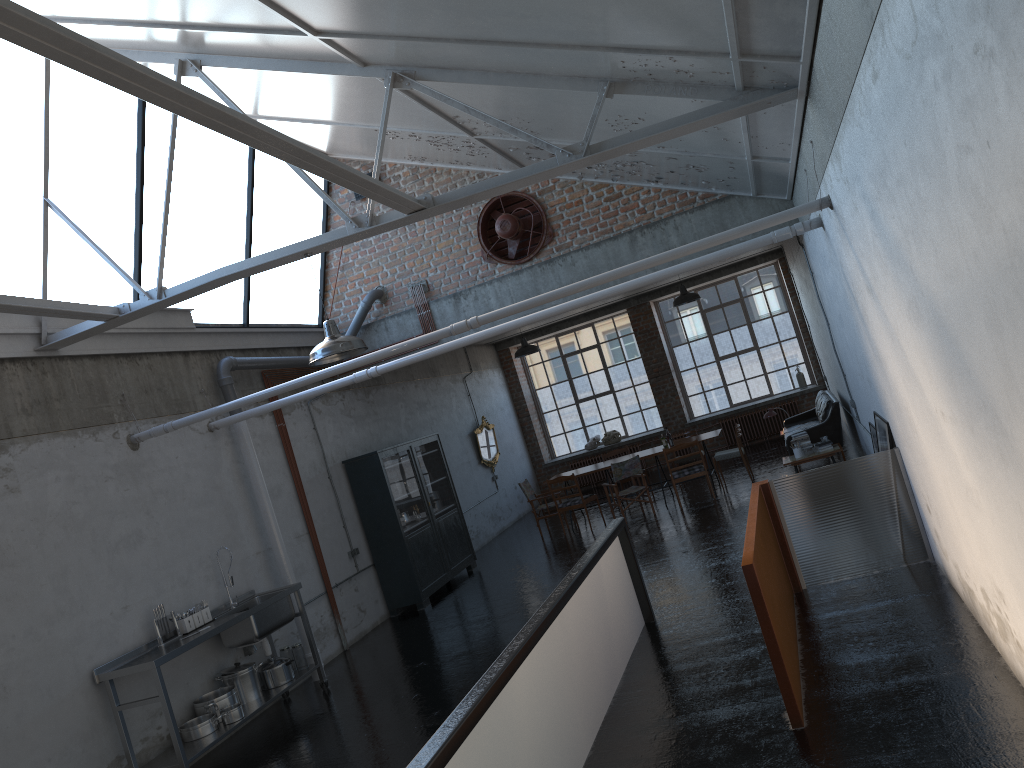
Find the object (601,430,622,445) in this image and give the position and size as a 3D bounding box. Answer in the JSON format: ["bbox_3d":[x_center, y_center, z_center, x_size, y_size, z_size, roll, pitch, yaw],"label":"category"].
[{"bbox_3d":[2.289,1.250,20.664,0.418,0.305,0.625,-17,-2,-10],"label":"object"}]

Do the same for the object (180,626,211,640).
[{"bbox_3d":[-2.961,2.332,8.294,0.045,0.022,0.327,-18,-2,36],"label":"object"}]

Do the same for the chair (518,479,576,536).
[{"bbox_3d":[0.646,2.132,15.795,0.713,1.031,0.574,-18,-2,17],"label":"chair"}]

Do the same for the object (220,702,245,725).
[{"bbox_3d":[-2.606,3.073,8.259,0.202,0.115,0.253,-19,-2,43],"label":"object"}]

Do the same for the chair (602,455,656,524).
[{"bbox_3d":[1.872,1.716,14.414,0.574,1.031,0.713,-17,-2,-13],"label":"chair"}]

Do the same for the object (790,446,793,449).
[{"bbox_3d":[3.999,0.940,12.492,0.137,0.190,0.009,-18,-2,20],"label":"object"}]

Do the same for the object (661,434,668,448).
[{"bbox_3d":[2.590,0.967,15.147,0.070,0.235,0.041,-18,-2,16],"label":"object"}]

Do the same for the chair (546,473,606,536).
[{"bbox_3d":[1.080,1.988,14.924,0.573,1.028,0.509,-18,-2,36],"label":"chair"}]

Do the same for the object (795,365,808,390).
[{"bbox_3d":[6.336,-0.158,19.496,0.172,0.551,0.172,-16,-2,-29],"label":"object"}]

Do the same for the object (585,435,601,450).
[{"bbox_3d":[1.901,1.387,20.853,0.281,0.281,0.575,-19,-2,43],"label":"object"}]

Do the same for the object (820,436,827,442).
[{"bbox_3d":[4.388,0.777,12.459,0.103,0.068,0.103,-17,-2,-11],"label":"object"}]

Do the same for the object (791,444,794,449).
[{"bbox_3d":[3.988,0.935,12.510,0.023,0.202,0.046,-16,-2,-37],"label":"object"}]

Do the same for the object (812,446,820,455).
[{"bbox_3d":[4.216,0.924,12.288,0.092,0.099,0.092,-17,-2,-6],"label":"object"}]

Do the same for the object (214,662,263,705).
[{"bbox_3d":[-2.709,2.988,8.901,0.346,0.394,0.392,-18,-2,41],"label":"object"}]

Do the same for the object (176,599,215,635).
[{"bbox_3d":[-3.119,2.277,8.667,0.166,0.234,0.454,-18,-2,18],"label":"object"}]

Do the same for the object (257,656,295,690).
[{"bbox_3d":[-2.466,2.981,9.224,0.367,0.278,0.395,-16,-2,-31],"label":"object"}]

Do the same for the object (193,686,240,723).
[{"bbox_3d":[-2.827,3.094,8.513,0.403,0.231,0.505,-18,-2,28],"label":"object"}]

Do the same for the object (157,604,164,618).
[{"bbox_3d":[-3.288,2.125,8.290,0.022,0.132,0.033,-17,-2,12],"label":"object"}]

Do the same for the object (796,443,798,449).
[{"bbox_3d":[4.027,0.914,12.511,0.009,0.167,0.061,-18,-2,29],"label":"object"}]

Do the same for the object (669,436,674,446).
[{"bbox_3d":[2.694,0.963,15.026,0.051,0.180,0.097,-17,-2,-12],"label":"object"}]

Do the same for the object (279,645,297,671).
[{"bbox_3d":[-2.422,2.968,9.577,0.130,0.285,0.130,-17,-2,3],"label":"object"}]

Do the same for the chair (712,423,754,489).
[{"bbox_3d":[3.671,1.206,14.859,0.577,0.971,0.589,-18,-2,16],"label":"chair"}]

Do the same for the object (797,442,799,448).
[{"bbox_3d":[4.047,0.916,12.499,0.037,0.204,0.023,-16,-2,-34],"label":"object"}]

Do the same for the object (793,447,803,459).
[{"bbox_3d":[4.024,0.970,12.472,0.110,0.137,0.110,-18,-2,17],"label":"object"}]

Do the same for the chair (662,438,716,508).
[{"bbox_3d":[2.830,1.430,14.253,0.573,1.028,0.509,-17,-2,6],"label":"chair"}]

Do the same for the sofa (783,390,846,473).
[{"bbox_3d":[4.810,0.761,14.148,0.929,1.045,2.610,-18,-2,16],"label":"sofa"}]

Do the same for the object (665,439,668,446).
[{"bbox_3d":[2.628,0.995,15.258,0.077,0.173,0.077,-17,-2,2],"label":"object"}]

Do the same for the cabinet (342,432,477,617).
[{"bbox_3d":[-1.468,2.033,13.520,0.572,2.297,2.386,-18,-2,17],"label":"cabinet"}]

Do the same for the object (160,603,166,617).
[{"bbox_3d":[-3.276,2.123,8.330,0.022,0.132,0.033,-17,-2,12],"label":"object"}]

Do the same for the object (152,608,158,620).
[{"bbox_3d":[-3.306,2.138,8.218,0.019,0.114,0.027,-17,-2,12],"label":"object"}]

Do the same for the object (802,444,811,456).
[{"bbox_3d":[4.133,0.924,12.421,0.087,0.155,0.087,-17,-2,-11],"label":"object"}]

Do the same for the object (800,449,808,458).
[{"bbox_3d":[4.067,0.971,12.334,0.092,0.099,0.092,-17,-2,-6],"label":"object"}]

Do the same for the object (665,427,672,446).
[{"bbox_3d":[2.681,0.895,15.158,0.075,0.324,0.075,-18,-2,42],"label":"object"}]

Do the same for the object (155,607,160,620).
[{"bbox_3d":[-3.296,2.136,8.252,0.019,0.114,0.027,-17,-2,12],"label":"object"}]

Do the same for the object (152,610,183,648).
[{"bbox_3d":[-3.230,2.291,8.304,0.067,0.260,0.322,-18,-2,17],"label":"object"}]

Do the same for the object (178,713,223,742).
[{"bbox_3d":[-2.865,3.148,8.126,0.404,0.124,0.323,-19,-2,43],"label":"object"}]

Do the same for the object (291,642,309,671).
[{"bbox_3d":[-2.283,2.924,9.533,0.130,0.285,0.130,-17,-2,3],"label":"object"}]
